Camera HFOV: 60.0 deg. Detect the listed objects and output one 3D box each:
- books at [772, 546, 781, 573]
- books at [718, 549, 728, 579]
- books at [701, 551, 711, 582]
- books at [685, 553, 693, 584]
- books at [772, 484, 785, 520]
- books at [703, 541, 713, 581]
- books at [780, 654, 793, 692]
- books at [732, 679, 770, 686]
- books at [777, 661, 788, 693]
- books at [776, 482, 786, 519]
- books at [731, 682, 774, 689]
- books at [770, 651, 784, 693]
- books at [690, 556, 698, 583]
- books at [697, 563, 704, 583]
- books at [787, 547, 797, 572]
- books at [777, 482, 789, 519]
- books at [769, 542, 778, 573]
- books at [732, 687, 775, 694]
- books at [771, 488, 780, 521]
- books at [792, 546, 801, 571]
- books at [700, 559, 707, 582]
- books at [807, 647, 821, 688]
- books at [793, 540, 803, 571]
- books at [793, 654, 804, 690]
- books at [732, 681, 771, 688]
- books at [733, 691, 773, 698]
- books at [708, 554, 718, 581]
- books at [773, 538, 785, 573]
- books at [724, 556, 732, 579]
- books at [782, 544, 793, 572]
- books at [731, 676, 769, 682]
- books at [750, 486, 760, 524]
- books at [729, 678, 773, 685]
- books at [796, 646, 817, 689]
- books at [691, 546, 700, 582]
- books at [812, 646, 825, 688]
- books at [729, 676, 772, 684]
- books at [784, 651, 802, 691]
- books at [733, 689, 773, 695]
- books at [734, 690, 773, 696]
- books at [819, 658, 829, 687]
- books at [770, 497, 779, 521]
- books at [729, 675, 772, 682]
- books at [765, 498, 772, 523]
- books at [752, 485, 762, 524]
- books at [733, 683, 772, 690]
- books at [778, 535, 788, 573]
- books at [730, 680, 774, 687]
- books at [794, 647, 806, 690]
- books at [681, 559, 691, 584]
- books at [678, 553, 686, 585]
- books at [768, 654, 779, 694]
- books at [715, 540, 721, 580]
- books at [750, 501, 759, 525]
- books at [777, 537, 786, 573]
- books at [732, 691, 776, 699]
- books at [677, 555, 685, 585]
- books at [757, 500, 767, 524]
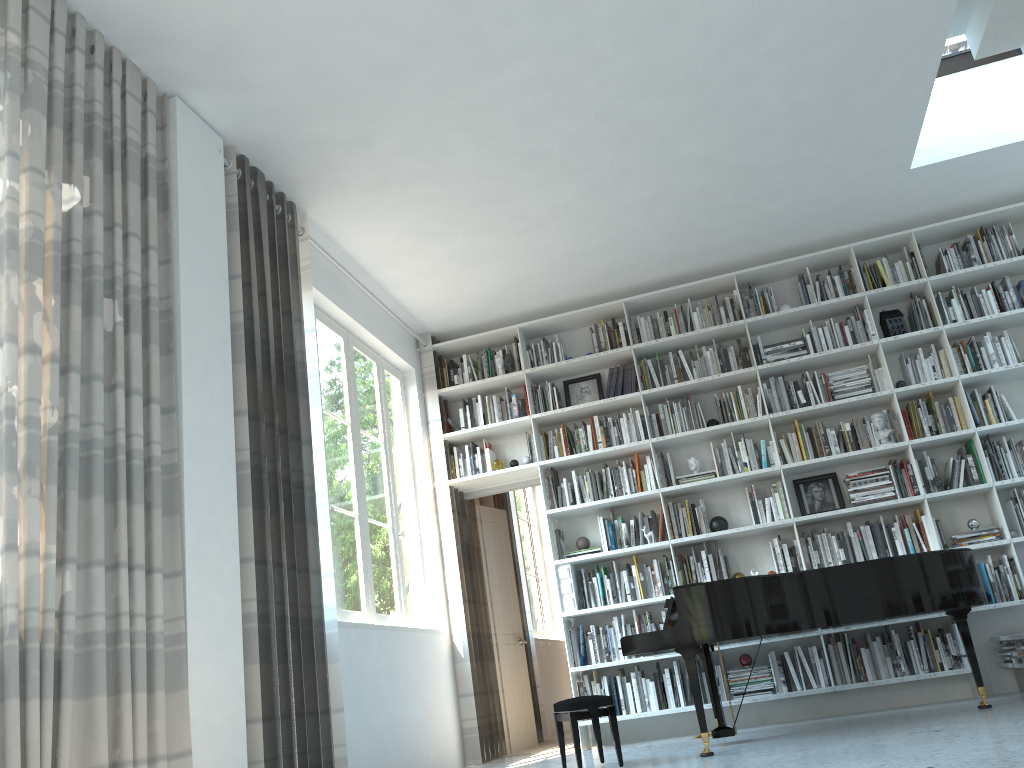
[{"bbox_3d":[1.832,1.238,6.129,0.015,0.224,0.148,-13,-19,12],"label":"books"},{"bbox_3d":[1.484,1.292,6.191,0.027,0.260,0.164,-13,-19,12],"label":"books"},{"bbox_3d":[1.372,1.314,6.219,0.027,0.268,0.185,-13,-19,12],"label":"books"},{"bbox_3d":[1.255,1.337,6.241,0.012,0.271,0.182,-13,-19,12],"label":"books"},{"bbox_3d":[1.868,0.850,6.216,0.027,0.268,0.179,-13,-19,12],"label":"books"},{"bbox_3d":[1.393,1.284,6.249,0.013,0.337,0.138,-13,-19,12],"label":"books"},{"bbox_3d":[1.829,1.928,5.917,0.028,0.237,0.136,-13,-19,12],"label":"books"},{"bbox_3d":[1.608,2.003,5.960,0.254,0.007,0.161,-13,-20,13],"label":"books"},{"bbox_3d":[1.801,1.948,5.906,0.029,0.201,0.178,-13,-19,12],"label":"books"},{"bbox_3d":[1.883,0.839,6.205,0.011,0.278,0.188,-13,-19,12],"label":"books"},{"bbox_3d":[1.609,2.021,5.947,0.285,0.007,0.160,-11,-19,9],"label":"books"},{"bbox_3d":[1.771,1.928,5.934,0.031,0.264,0.145,-13,-19,12],"label":"books"},{"bbox_3d":[1.285,1.345,6.239,0.042,0.247,0.163,-13,-19,12],"label":"books"},{"bbox_3d":[1.334,1.360,6.224,0.024,0.195,0.157,-13,-19,12],"label":"books"},{"bbox_3d":[1.933,1.231,6.105,0.031,0.194,0.142,-13,-19,12],"label":"books"},{"bbox_3d":[1.899,0.835,6.204,0.021,0.280,0.162,-13,-19,12],"label":"books"},{"bbox_3d":[1.815,1.225,6.129,0.012,0.253,0.161,-13,-19,12],"label":"books"},{"bbox_3d":[1.612,2.053,5.936,0.285,0.007,0.160,-11,-19,9],"label":"books"},{"bbox_3d":[1.849,0.864,6.210,0.012,0.243,0.171,-13,-19,12],"label":"books"},{"bbox_3d":[1.954,1.219,6.088,0.024,0.200,0.159,-13,-19,12],"label":"books"},{"bbox_3d":[1.353,1.345,6.218,0.021,0.214,0.172,-13,-19,12],"label":"books"},{"bbox_3d":[2.005,1.880,5.885,0.025,0.258,0.133,-13,-19,12],"label":"books"},{"bbox_3d":[1.979,1.202,6.113,0.019,0.241,0.108,-13,-19,12],"label":"books"},{"bbox_3d":[1.902,1.910,5.886,0.011,0.231,0.174,-13,-19,12],"label":"books"},{"bbox_3d":[1.610,2.016,5.955,0.254,0.007,0.161,-13,-20,13],"label":"books"},{"bbox_3d":[1.615,2.073,5.930,0.254,0.007,0.161,-14,-20,16],"label":"books"},{"bbox_3d":[1.417,1.323,6.221,0.029,0.240,0.136,-13,-19,12],"label":"books"},{"bbox_3d":[1.844,1.208,6.115,0.027,0.268,0.159,-13,-19,12],"label":"books"},{"bbox_3d":[1.516,1.314,6.192,0.023,0.211,0.160,-13,-19,12],"label":"books"},{"bbox_3d":[1.897,1.220,6.097,0.029,0.220,0.153,-13,-19,12],"label":"books"},{"bbox_3d":[1.603,1.986,5.969,0.254,0.005,0.161,-13,-20,12],"label":"books"},{"bbox_3d":[1.723,0.876,6.263,0.011,0.290,0.156,-13,-19,12],"label":"books"},{"bbox_3d":[1.607,1.997,5.962,0.285,0.007,0.160,-13,-20,13],"label":"books"},{"bbox_3d":[1.953,1.879,5.886,0.073,0.275,0.181,-13,-19,12],"label":"books"},{"bbox_3d":[1.306,1.308,6.242,0.014,0.312,0.166,-13,-19,12],"label":"books"},{"bbox_3d":[2.019,1.865,5.851,0.024,0.259,0.190,-13,-19,12],"label":"books"},{"bbox_3d":[1.607,1.991,5.967,0.285,0.007,0.160,-13,-20,12],"label":"books"},{"bbox_3d":[1.866,1.908,5.899,0.063,0.252,0.178,-13,-19,12],"label":"books"},{"bbox_3d":[1.615,2.062,5.940,0.254,0.007,0.161,-13,-20,13],"label":"books"},{"bbox_3d":[1.617,2.069,5.940,0.254,0.007,0.161,-13,-20,12],"label":"books"},{"bbox_3d":[2.052,1.902,5.848,0.024,0.179,0.172,-13,-19,12],"label":"books"},{"bbox_3d":[1.839,0.897,6.215,0.024,0.187,0.173,-13,-19,12],"label":"books"},{"bbox_3d":[1.601,1.980,5.967,0.285,0.005,0.160,-12,-20,11],"label":"books"},{"bbox_3d":[1.799,0.904,6.220,0.057,0.188,0.156,-13,-19,12],"label":"books"},{"bbox_3d":[1.733,0.869,6.259,0.012,0.297,0.166,-13,-19,12],"label":"books"},{"bbox_3d":[1.610,2.027,5.945,0.254,0.007,0.161,-11,-19,9],"label":"books"},{"bbox_3d":[1.874,1.194,6.121,0.014,0.289,0.132,-13,-19,12],"label":"books"},{"bbox_3d":[1.607,2.007,5.949,0.285,0.007,0.160,-11,-19,8],"label":"books"},{"bbox_3d":[1.908,1.885,5.883,0.012,0.273,0.180,-13,-19,12],"label":"books"},{"bbox_3d":[1.240,1.359,6.248,0.030,0.238,0.157,-13,-19,12],"label":"books"},{"bbox_3d":[1.217,1.344,6.262,0.013,0.282,0.147,-13,-19,12],"label":"books"},{"bbox_3d":[1.747,1.934,5.923,0.012,0.253,0.161,-13,-19,12],"label":"books"},{"bbox_3d":[1.444,1.269,6.212,0.050,0.327,0.167,-13,-19,12],"label":"books"},{"bbox_3d":[1.710,0.926,6.240,0.025,0.185,0.154,-13,-19,12],"label":"books"},{"bbox_3d":[1.865,1.204,6.125,0.010,0.276,0.156,-13,-19,12],"label":"books"},{"bbox_3d":[1.619,2.082,5.936,0.285,0.007,0.160,-13,-20,12],"label":"books"},{"bbox_3d":[1.208,1.354,6.273,0.013,0.274,0.147,-13,-19,12],"label":"books"},{"bbox_3d":[1.762,0.921,6.242,0.030,0.182,0.155,-13,-19,12],"label":"books"}]
